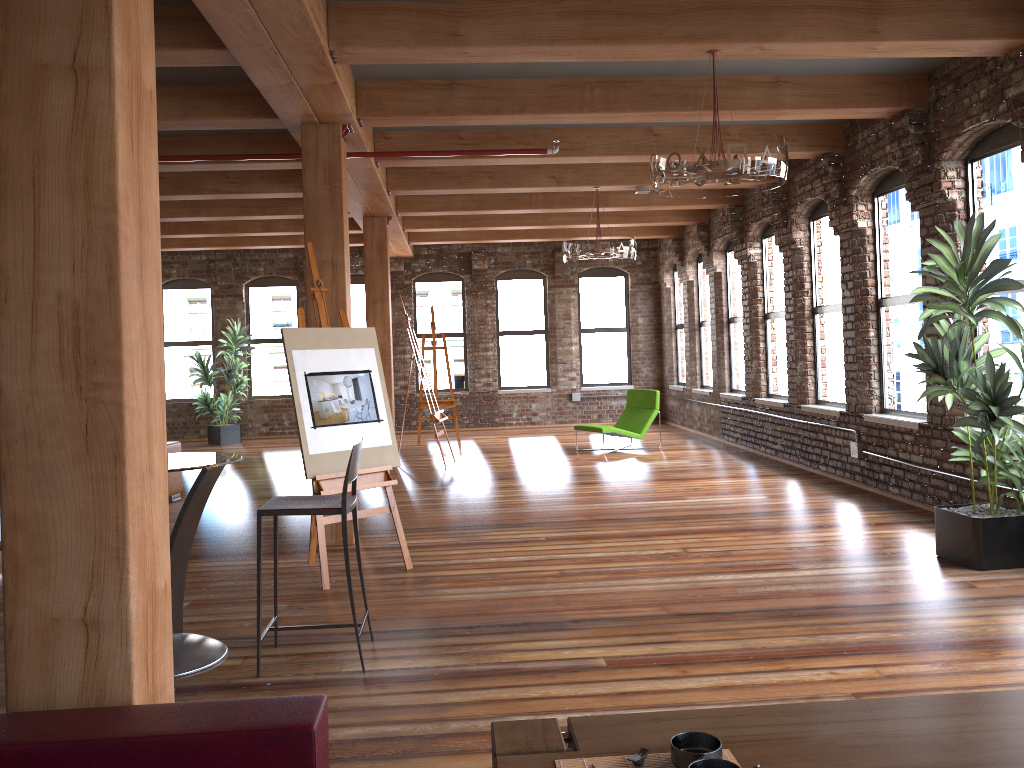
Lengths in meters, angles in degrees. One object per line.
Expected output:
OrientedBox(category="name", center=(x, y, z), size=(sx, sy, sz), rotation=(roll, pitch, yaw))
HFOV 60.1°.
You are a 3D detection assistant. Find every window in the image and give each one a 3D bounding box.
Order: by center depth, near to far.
OrientedBox(category="window", center=(3.425, -0.710, 6.183), size=(0.235, 2.216, 0.968), rotation=(-2, 0, -4))
OrientedBox(category="window", center=(3.328, -0.760, 7.647), size=(0.232, 2.216, 0.968), rotation=(-2, 0, -4))
OrientedBox(category="window", center=(3.234, -0.810, 9.112), size=(0.236, 2.216, 0.968), rotation=(-2, 0, -4))
OrientedBox(category="window", center=(3.135, -0.860, 10.576), size=(0.230, 2.216, 0.968), rotation=(-2, 0, -4))
OrientedBox(category="window", center=(3.041, -0.910, 12.036), size=(0.233, 2.216, 0.968), rotation=(-2, 0, -4))
OrientedBox(category="window", center=(2.945, -0.960, 13.501), size=(0.231, 2.216, 0.968), rotation=(-2, 0, -4))
OrientedBox(category="window", center=(2.847, -1.012, 14.992), size=(0.232, 2.216, 0.968), rotation=(-2, 0, -4))
OrientedBox(category="window", center=(-5.701, -0.767, 15.606), size=(0.968, 2.170, 0.086), rotation=(-2, -1, -4))
OrientedBox(category="window", center=(-4.213, -0.821, 15.704), size=(0.968, 2.170, 0.086), rotation=(-2, -1, -4))
OrientedBox(category="window", center=(-2.741, -0.843, 15.733), size=(0.968, 2.228, 0.221), rotation=(-2, -1, -4))
OrientedBox(category="window", center=(-1.280, -0.896, 15.829), size=(0.968, 2.228, 0.221), rotation=(-2, -1, -4))
OrientedBox(category="window", center=(0.188, -0.954, 15.927), size=(0.968, 2.219, 0.218), rotation=(-2, -1, -4))
OrientedBox(category="window", center=(1.670, -1.008, 16.024), size=(0.968, 2.219, 0.218), rotation=(-2, -1, -4))

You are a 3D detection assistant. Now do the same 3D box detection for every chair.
OrientedBox(category="chair", center=(-0.809, 1.042, 1.482), size=(0.865, 0.593, 1.071), rotation=(-2, 1, -4))
OrientedBox(category="chair", center=(-0.900, 0.761, 4.046), size=(0.467, 0.982, 0.430), rotation=(-2, 0, -4))
OrientedBox(category="chair", center=(-3.952, 0.817, 8.721), size=(1.063, 0.735, 0.831), rotation=(-2, 1, 6))
OrientedBox(category="chair", center=(1.412, 0.489, 11.908), size=(0.956, 0.796, 0.680), rotation=(-2, 1, -29))

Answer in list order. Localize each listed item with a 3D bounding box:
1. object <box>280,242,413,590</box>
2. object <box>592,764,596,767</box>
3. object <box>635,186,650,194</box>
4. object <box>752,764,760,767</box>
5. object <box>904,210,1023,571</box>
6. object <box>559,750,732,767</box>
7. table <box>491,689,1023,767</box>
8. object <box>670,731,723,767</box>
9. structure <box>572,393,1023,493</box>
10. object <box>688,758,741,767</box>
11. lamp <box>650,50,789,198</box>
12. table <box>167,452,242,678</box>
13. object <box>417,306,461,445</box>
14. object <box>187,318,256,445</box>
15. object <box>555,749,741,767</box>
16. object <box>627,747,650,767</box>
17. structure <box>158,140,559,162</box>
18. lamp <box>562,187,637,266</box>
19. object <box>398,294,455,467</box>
OrientedBox(category="object", center=(-1.128, 0.129, 5.702), size=(0.702, 2.141, 0.684), rotation=(-2, 0, -44))
OrientedBox(category="object", center=(0.190, 0.747, 1.603), size=(0.007, 0.008, 0.270), rotation=(-2, 2, -14))
OrientedBox(category="object", center=(1.433, -2.135, 9.721), size=(0.145, 0.072, 0.147), rotation=(-2, 2, -4))
OrientedBox(category="object", center=(0.387, 0.696, 1.583), size=(0.045, 0.080, 0.137), rotation=(-2, 1, -38))
OrientedBox(category="object", center=(2.897, 0.024, 5.410), size=(0.966, 2.104, 1.080), rotation=(-2, 0, 9))
OrientedBox(category="object", center=(0.275, 0.751, 1.541), size=(0.332, 0.003, 0.471), rotation=(-2, 2, -4))
OrientedBox(category="table", center=(0.864, 1.006, 1.572), size=(1.750, 0.550, 0.900), rotation=(-2, 1, -4))
OrientedBox(category="object", center=(0.359, 0.718, 1.723), size=(0.098, 0.043, 0.099), rotation=(-1, 2, 22))
OrientedBox(category="structure", center=(3.122, 0.489, 9.286), size=(1.634, 0.313, 13.708), rotation=(-2, 2, -10))
OrientedBox(category="object", center=(0.369, 0.722, 1.606), size=(0.098, 0.043, 0.099), rotation=(-1, 2, 34))
OrientedBox(category="lamp", center=(1.224, -1.588, 5.308), size=(0.809, 0.815, 0.810), rotation=(-1, 1, 39))
OrientedBox(category="table", center=(-1.609, 0.819, 4.089), size=(0.721, 0.925, 0.722), rotation=(-2, 0, 21))
OrientedBox(category="object", center=(-1.201, -0.168, 13.887), size=(0.662, 2.141, 0.684), rotation=(-2, 0, -9))
OrientedBox(category="object", center=(-4.880, -0.057, 14.858), size=(1.081, 2.104, 0.966), rotation=(-2, 0, -26))
OrientedBox(category="object", center=(0.276, 0.751, 1.541), size=(0.352, 0.001, 0.469), rotation=(-2, 2, -4))
OrientedBox(category="object", center=(0.247, 0.733, 1.730), size=(0.018, 0.021, 0.059), rotation=(-2, 2, 38))
OrientedBox(category="structure", center=(-2.996, -1.862, 7.204), size=(6.808, 0.112, 0.051), rotation=(-2, 0, -4))
OrientedBox(category="lamp", center=(0.940, -1.737, 9.646), size=(0.809, 0.815, 0.810), rotation=(-1, 1, 32))
OrientedBox(category="object", center=(-1.134, -0.066, 11.032), size=(0.685, 2.141, 0.662), rotation=(-2, 0, 6))
